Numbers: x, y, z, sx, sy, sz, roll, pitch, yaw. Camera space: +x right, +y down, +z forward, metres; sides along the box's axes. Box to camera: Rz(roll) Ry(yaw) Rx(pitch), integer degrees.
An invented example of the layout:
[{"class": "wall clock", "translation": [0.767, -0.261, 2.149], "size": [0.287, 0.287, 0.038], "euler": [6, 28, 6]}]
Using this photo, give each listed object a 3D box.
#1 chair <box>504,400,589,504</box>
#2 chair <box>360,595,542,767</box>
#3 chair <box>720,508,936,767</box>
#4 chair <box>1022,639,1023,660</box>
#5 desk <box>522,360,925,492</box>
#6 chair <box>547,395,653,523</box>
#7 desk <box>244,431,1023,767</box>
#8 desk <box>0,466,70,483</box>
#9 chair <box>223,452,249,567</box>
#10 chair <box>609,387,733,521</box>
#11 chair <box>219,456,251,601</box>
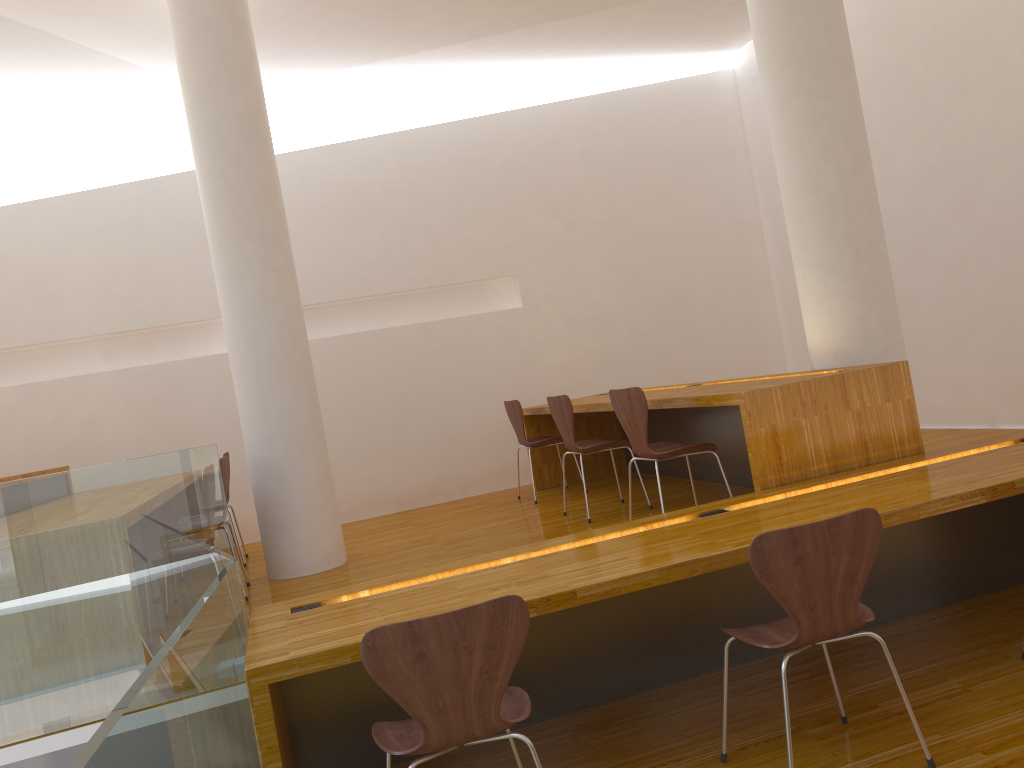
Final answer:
[{"class": "chair", "translation": [0.213, 0.422, 6.030], "size": [0.381, 0.693, 0.428], "euler": [-10, 0, -15]}, {"class": "chair", "translation": [-0.137, 0.857, 2.157], "size": [0.428, 0.693, 0.381], "euler": [-10, 0, -15]}, {"class": "chair", "translation": [0.785, 0.693, 2.413], "size": [0.428, 0.693, 0.381], "euler": [-10, 0, -15]}, {"class": "chair", "translation": [1.838, 0.506, 2.746], "size": [0.428, 0.693, 0.381], "euler": [-10, 0, -15]}, {"class": "desk", "translation": [0.885, 0.341, 5.030], "size": [0.760, 0.606, 3.185], "euler": [-10, 0, -15]}, {"class": "chair", "translation": [0.468, 0.376, 4.941], "size": [0.381, 0.693, 0.428], "euler": [-10, 0, -15]}, {"class": "desk", "translation": [0.819, 0.736, 2.926], "size": [3.185, 0.606, 0.760], "euler": [-10, 0, -15]}, {"class": "desk", "translation": [-2.324, 0.828, 4.104], "size": [1.527, 0.785, 3.243], "euler": [-10, 0, -15]}, {"class": "chair", "translation": [-1.877, 0.794, 5.448], "size": [0.381, 0.693, 0.428], "euler": [-10, 0, -15]}, {"class": "chair", "translation": [0.721, 0.330, 4.004], "size": [0.381, 0.693, 0.428], "euler": [-10, 0, -15]}, {"class": "chair", "translation": [-1.550, 0.735, 4.379], "size": [0.381, 0.693, 0.428], "euler": [-10, 0, -15]}]
